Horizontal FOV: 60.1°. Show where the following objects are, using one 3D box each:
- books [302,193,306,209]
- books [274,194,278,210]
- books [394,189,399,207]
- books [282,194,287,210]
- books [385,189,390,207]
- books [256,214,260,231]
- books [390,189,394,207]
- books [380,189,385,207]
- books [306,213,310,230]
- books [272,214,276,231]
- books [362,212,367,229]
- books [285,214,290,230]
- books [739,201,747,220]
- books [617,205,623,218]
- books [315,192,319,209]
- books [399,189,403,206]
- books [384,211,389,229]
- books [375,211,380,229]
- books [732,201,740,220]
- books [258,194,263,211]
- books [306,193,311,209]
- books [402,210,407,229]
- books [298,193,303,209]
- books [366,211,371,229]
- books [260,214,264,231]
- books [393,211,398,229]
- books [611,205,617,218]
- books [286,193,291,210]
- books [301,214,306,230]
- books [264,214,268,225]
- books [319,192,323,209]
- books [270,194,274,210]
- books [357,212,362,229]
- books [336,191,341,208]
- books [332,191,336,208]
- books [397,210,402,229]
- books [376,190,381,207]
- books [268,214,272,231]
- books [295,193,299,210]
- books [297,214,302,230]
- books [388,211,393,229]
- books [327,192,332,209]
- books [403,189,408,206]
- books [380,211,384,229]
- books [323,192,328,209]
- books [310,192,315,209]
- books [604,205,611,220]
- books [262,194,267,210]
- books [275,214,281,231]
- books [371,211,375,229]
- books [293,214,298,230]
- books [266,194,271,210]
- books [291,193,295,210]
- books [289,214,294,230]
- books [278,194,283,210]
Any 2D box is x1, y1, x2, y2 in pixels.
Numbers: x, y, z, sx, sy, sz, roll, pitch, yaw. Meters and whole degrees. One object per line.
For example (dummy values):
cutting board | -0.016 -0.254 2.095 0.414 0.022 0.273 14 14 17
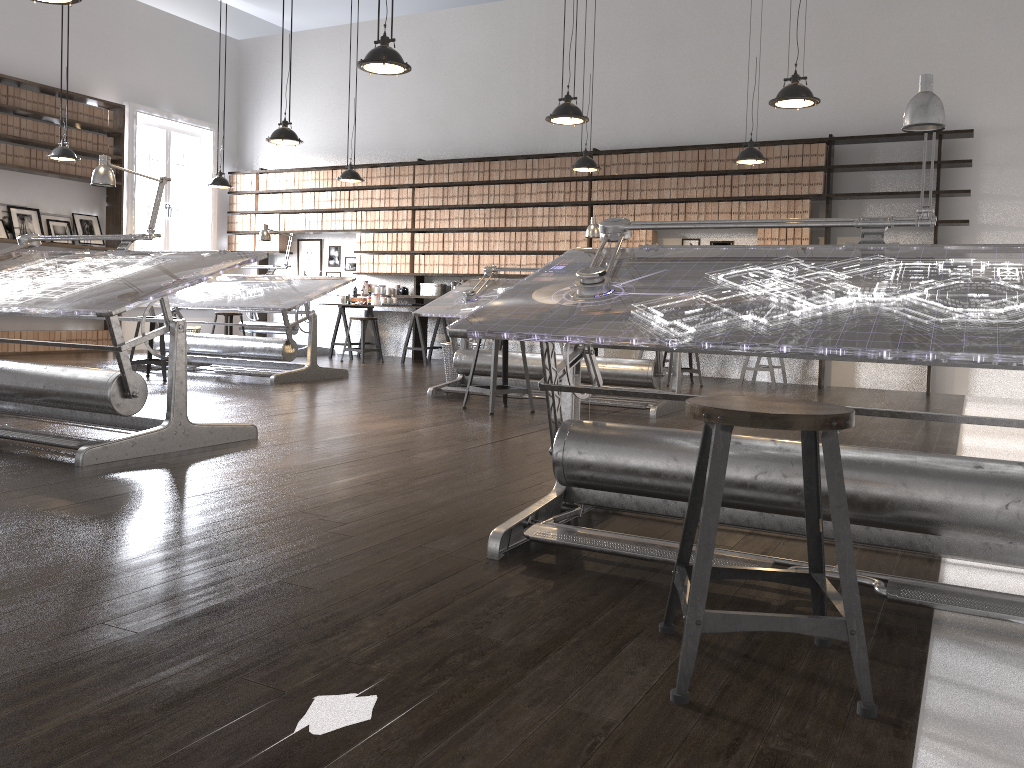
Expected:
books | -2.695 -2.414 11.750 0.067 0.225 0.175 3 3 28
books | -3.134 -2.448 11.981 0.067 0.225 0.175 3 3 27
books | -1.395 -2.313 11.066 0.067 0.225 0.175 3 3 27
books | -3.002 -2.438 11.912 0.067 0.225 0.175 3 3 27
books | -1.516 -2.323 11.135 0.067 0.225 0.175 3 3 27
books | -3.423 -2.202 12.129 0.067 0.225 0.175 3 3 27
books | -1.454 -2.319 11.104 0.067 0.225 0.174 3 3 27
books | -1.581 -2.328 11.164 0.067 0.225 0.175 3 3 28
books | -2.648 -2.135 11.724 0.067 0.225 0.175 3 3 28
books | -3.167 -2.183 12.001 0.067 0.225 0.175 3 3 28
books | -1.839 -2.080 11.306 0.067 0.225 0.174 3 3 28
books | -2.961 -2.159 11.890 0.067 0.225 0.175 3 3 27
books | 2.388 -1.753 9.098 0.067 0.225 0.174 3 3 28
books | 1.210 -1.844 9.718 0.067 0.225 0.174 3 3 28
books | -2.513 -2.400 11.655 0.067 0.225 0.175 3 3 28
books | -1.334 -2.309 11.039 0.067 0.225 0.175 3 3 28
books | -1.533 -2.057 11.148 0.067 0.225 0.175 3 3 27
books | -1.654 -2.066 11.207 0.067 0.225 0.175 3 3 28
books | 2.322 -1.758 9.128 0.067 0.225 0.175 3 3 28
books | -3.377 -2.466 12.105 0.067 0.225 0.174 3 3 28
books | -2.640 -2.410 11.720 0.067 0.225 0.175 3 3 28
books | -1.290 -2.038 11.017 0.067 0.225 0.174 3 3 28
books | -2.756 -2.418 11.777 0.067 0.225 0.175 3 3 27
books | -1.775 -2.076 11.277 0.067 0.225 0.174 3 3 27
books | -3.357 -2.197 12.099 0.067 0.225 0.174 3 3 27
books | -1.413 -2.047 11.087 0.067 0.225 0.175 3 3 27
books | 1.146 -1.849 9.746 0.067 0.225 0.174 3 3 27
books | -2.941 -2.433 11.875 0.067 0.225 0.174 3 3 27
books | -2.712 -2.140 11.758 0.067 0.225 0.175 3 3 27
books | -3.294 -2.193 12.070 0.067 0.225 0.174 3 3 28
books | -2.450 -2.395 11.625 0.067 0.225 0.174 3 3 28
books | -3.193 -2.452 12.009 0.067 0.225 0.175 3 3 28
books | -1.905 -2.085 11.336 0.067 0.225 0.175 3 3 28
books | -2.205 -2.376 11.494 0.067 0.225 0.175 3 3 27
books | -2.264 -2.380 11.519 0.067 0.225 0.175 3 3 28
books | -1.350 -2.043 11.054 0.067 0.225 0.174 3 3 27
books | -1.644 -2.333 11.199 0.067 0.225 0.175 3 3 27
books | -3.233 -2.188 12.036 0.067 0.225 0.175 3 3 28
books | -2.813 -2.423 11.813 0.067 0.225 0.175 3 3 28
books | -2.774 -2.145 11.794 0.067 0.225 0.174 3 3 27
books | -1.476 -2.052 11.113 0.067 0.225 0.175 3 3 28
books | -2.328 -2.385 11.552 0.067 0.225 0.175 3 3 27
books | -1.279 -2.305 11.009 0.067 0.225 0.175 3 3 28
books | -1.589 -2.061 11.175 0.067 0.225 0.175 3 3 27
books | -2.390 -2.390 11.589 0.067 0.225 0.174 3 3 27
books | -2.577 -2.405 11.684 0.067 0.225 0.175 3 3 27
books | 1.081 -1.854 9.777 0.067 0.225 0.175 3 3 27
books | -3.315 -2.461 12.068 0.067 0.225 0.175 3 3 28
books | -3.113 -2.178 11.967 0.067 0.225 0.175 3 3 27
books | -1.715 -2.071 11.243 0.067 0.225 0.175 3 3 27
books | -2.834 -2.150 11.830 0.067 0.225 0.174 3 3 28
books | -3.251 -2.456 12.035 0.067 0.225 0.175 3 3 27
books | -2.876 -2.428 11.846 0.067 0.225 0.174 3 3 28
books | -2.897 -2.155 11.861 0.067 0.225 0.175 3 3 28
books | -3.071 -2.443 11.942 0.067 0.225 0.175 3 3 28
